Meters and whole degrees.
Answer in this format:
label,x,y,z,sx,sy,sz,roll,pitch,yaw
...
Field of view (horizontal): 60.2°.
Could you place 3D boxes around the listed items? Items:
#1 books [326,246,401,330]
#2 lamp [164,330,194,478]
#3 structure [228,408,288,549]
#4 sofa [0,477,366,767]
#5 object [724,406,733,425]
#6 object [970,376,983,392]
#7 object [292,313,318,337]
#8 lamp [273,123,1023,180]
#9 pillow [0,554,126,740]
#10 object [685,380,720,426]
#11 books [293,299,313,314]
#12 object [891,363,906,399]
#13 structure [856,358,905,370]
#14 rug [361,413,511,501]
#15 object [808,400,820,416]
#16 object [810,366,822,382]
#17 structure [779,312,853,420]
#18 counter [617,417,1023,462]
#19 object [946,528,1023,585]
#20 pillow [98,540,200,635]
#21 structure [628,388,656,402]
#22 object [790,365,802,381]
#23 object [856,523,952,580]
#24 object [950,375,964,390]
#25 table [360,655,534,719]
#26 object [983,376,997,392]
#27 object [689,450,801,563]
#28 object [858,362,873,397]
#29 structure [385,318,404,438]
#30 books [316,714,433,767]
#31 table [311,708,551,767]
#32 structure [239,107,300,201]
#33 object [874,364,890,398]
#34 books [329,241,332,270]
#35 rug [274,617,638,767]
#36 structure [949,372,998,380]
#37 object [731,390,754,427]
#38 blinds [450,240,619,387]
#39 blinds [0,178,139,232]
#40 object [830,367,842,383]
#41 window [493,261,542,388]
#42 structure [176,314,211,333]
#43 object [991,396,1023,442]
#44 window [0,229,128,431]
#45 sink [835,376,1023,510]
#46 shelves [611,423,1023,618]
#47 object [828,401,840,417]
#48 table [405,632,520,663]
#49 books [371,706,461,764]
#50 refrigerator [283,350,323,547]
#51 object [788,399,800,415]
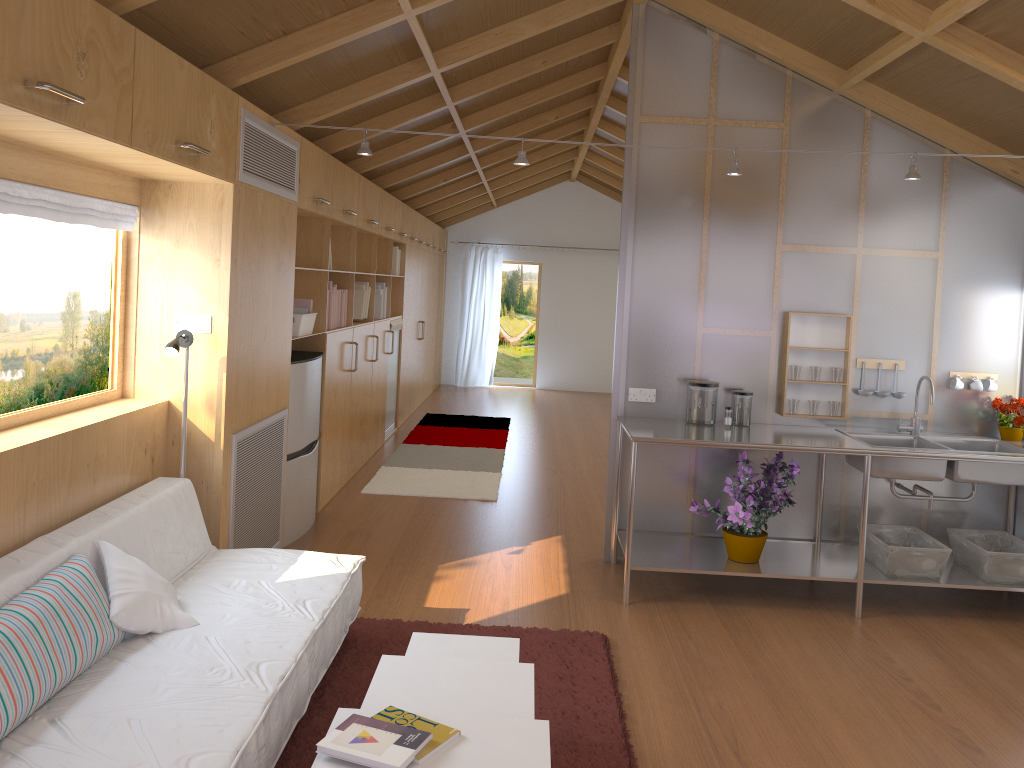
label,x,y,z,sx,sy,sz,roll,pitch,yaw
books,-1.187,-0.825,6.952,0.189,0.655,3.124,3,6,1
lamp,-1.307,0.382,3.509,0.182,1.194,0.255,2,2,-23
structure,-1.190,0.530,4.168,0.013,0.719,0.823,3,4,1
sofa,-1.026,0.819,2.348,0.862,0.626,2.366,3,6,1
object,1.096,0.162,4.480,0.037,0.092,0.037,4,3,16
object,2.420,-0.001,4.609,0.059,0.081,0.062,3,4,8
object,-1.240,-0.340,4.984,0.203,0.122,0.351,3,6,1
lamp,0.809,-1.038,4.018,3.828,0.152,0.073,3,3,1
pillow,-1.205,0.679,2.068,0.171,0.250,1.046,3,6,1
object,0.978,0.097,4.558,0.172,0.215,0.172,4,4,15
books,-1.238,-0.396,5.107,0.150,0.192,0.089,3,3,1
object,2.016,-0.013,4.601,0.075,0.182,0.074,4,3,33
structure,1.937,-0.104,4.640,0.250,0.051,0.016,3,2,1
rug,-0.519,0.557,7.803,0.916,0.011,3.739,3,6,1
object,1.575,0.125,4.617,0.061,0.077,0.061,1,4,-25
object,1.583,-0.051,4.612,0.061,0.077,0.061,1,4,-25
structure,1.586,-0.097,4.618,0.328,0.543,0.077,3,2,1
counter,1.602,0.271,4.347,2.109,0.021,0.653,3,6,1
object,2.340,0.837,4.278,0.298,0.158,0.416,3,6,1
pillow,-1.113,0.612,2.690,0.267,0.251,0.347,0,6,-35
structure,0.689,0.059,4.678,0.142,0.071,0.011,3,2,1
object,1.480,-0.056,4.614,0.061,0.077,0.061,4,4,13
object,1.886,0.813,4.288,0.298,0.158,0.416,3,6,1
object,2.327,-0.008,4.616,0.059,0.080,0.063,3,4,1
table,-0.165,0.981,2.238,0.424,0.382,0.461,3,4,1
object,2.499,0.001,4.612,0.059,0.080,0.063,3,4,1
object,1.144,0.581,4.253,0.524,0.551,0.353,2,3,-8
object,1.845,-0.022,4.605,0.075,0.182,0.074,4,3,33
structure,-1.226,-0.074,8.173,0.315,1.075,0.728,3,3,1
books,-0.287,0.751,1.855,0.193,0.016,0.153,5,7,21
table,-0.174,1.004,1.776,0.485,0.437,0.527,3,4,1
structure,-1.112,-1.039,4.092,0.013,0.299,0.907,3,6,1
object,1.931,-0.017,4.603,0.075,0.182,0.074,4,3,33
books,-1.218,-0.858,5.492,0.175,0.295,0.280,3,4,1
rug,-0.585,1.142,2.457,1.885,0.020,2.492,3,6,1
structure,2.421,-0.041,4.618,0.250,0.032,0.041,3,5,1
object,1.187,0.126,4.574,0.113,0.176,0.113,4,3,22
blinds,0.508,-0.929,12.422,2.847,2.031,0.233,3,2,0
blinds,-1.552,-0.592,2.867,0.047,0.110,1.504,3,6,1
object,1.687,-0.046,4.609,0.061,0.077,0.061,1,4,-25
window,-0.050,-0.860,12.601,0.874,1.781,0.026,3,2,1
structure,-1.305,-0.247,3.624,0.142,0.071,0.011,3,2,1
object,2.560,0.202,4.305,0.233,0.234,0.691,3,6,2
window,-1.620,-0.256,2.879,0.035,0.787,1.503,3,5,1
sink,2.070,0.286,4.363,0.810,0.638,0.566,3,4,1
shelves,1.582,0.663,4.360,2.092,0.751,0.635,3,4,1
object,1.678,0.131,4.615,0.061,0.077,0.061,1,4,-25
table,-0.157,0.974,2.639,0.342,0.307,0.371,3,4,1
books,-0.234,0.762,1.923,0.193,0.016,0.153,7,7,30
refrigerator,-1.259,0.332,5.017,0.262,0.984,0.716,3,3,1
object,1.471,0.120,4.619,0.061,0.077,0.061,4,4,13
